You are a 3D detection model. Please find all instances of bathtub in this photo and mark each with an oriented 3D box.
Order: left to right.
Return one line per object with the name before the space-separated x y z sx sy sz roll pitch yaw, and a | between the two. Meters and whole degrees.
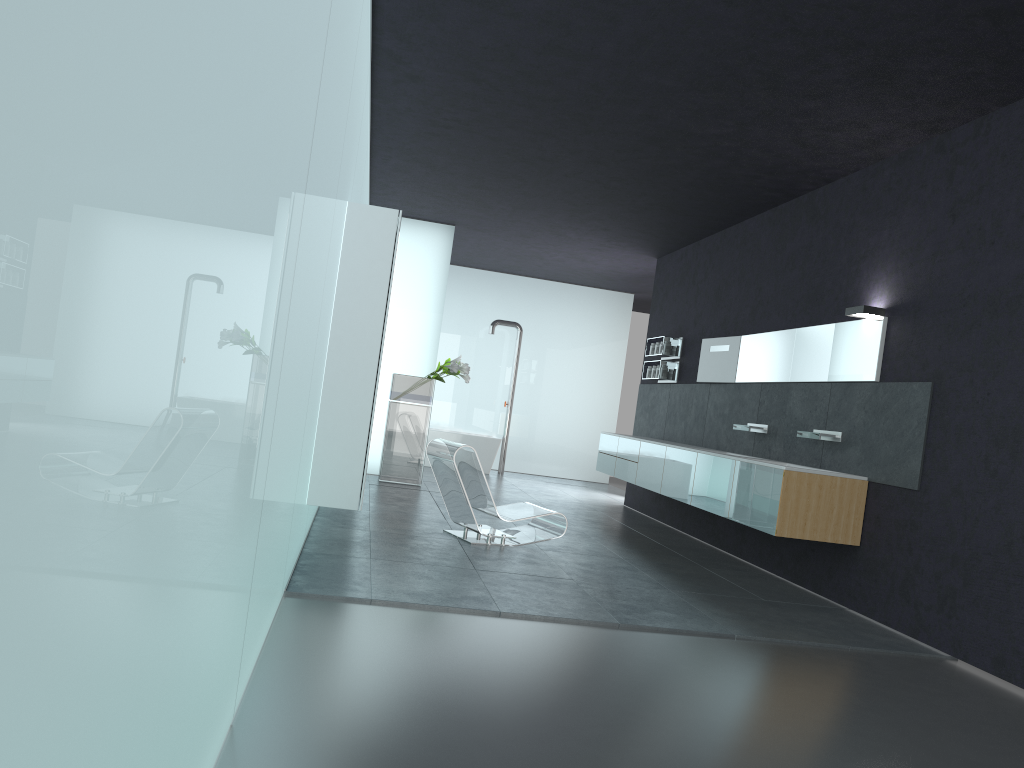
bathtub | -1.246 1.081 16.182 1.978 0.858 0.960 8 -1 -9

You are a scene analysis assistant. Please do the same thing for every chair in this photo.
chair | -0.146 1.023 8.303 1.263 0.871 0.628 8 -1 -28

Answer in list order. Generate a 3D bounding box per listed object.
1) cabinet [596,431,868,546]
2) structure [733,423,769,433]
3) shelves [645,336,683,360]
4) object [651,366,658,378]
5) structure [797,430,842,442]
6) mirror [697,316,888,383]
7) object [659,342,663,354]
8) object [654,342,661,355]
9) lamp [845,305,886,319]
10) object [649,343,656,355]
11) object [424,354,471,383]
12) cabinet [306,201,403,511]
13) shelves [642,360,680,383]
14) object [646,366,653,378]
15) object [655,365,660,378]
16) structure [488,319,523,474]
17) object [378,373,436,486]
cabinet | 2.030 0.986 9.840 0.734 0.556 5.581 8 -1 -9
structure | 2.474 0.449 9.237 0.186 0.088 0.482 8 -1 -9
shelves | 2.095 -0.499 12.258 0.265 0.285 0.769 8 -1 -9
object | 1.989 -0.158 12.314 0.096 0.184 0.068 8 0 0
structure | 2.703 0.446 7.837 0.186 0.088 0.482 8 -1 -9
mirror | 2.691 -0.280 9.036 0.109 0.532 3.721 8 -1 -11
object | 2.064 -0.483 12.130 0.096 0.184 0.067 8 0 -11
object | 2.034 -0.483 12.316 0.096 0.184 0.068 8 0 0
lamp | 2.936 -0.598 7.374 0.198 0.066 0.277 8 -1 -9
object | 1.999 -0.482 12.527 0.096 0.184 0.067 8 0 -18
object | -1.082 -0.092 12.348 1.025 0.779 0.973 8 -1 -17
cabinet | -1.627 -0.189 9.400 0.399 2.215 6.002 8 -1 -9
shelves | 2.051 -0.174 12.257 0.265 0.285 0.769 8 -1 -9
object | 1.955 -0.158 12.526 0.096 0.184 0.067 8 0 -18
object | 2.020 -0.159 12.129 0.096 0.184 0.067 8 0 -11
structure | -0.277 0.256 16.322 0.643 2.871 0.123 8 0 -10
object | -1.481 0.632 12.449 0.585 1.491 0.575 8 0 -9
